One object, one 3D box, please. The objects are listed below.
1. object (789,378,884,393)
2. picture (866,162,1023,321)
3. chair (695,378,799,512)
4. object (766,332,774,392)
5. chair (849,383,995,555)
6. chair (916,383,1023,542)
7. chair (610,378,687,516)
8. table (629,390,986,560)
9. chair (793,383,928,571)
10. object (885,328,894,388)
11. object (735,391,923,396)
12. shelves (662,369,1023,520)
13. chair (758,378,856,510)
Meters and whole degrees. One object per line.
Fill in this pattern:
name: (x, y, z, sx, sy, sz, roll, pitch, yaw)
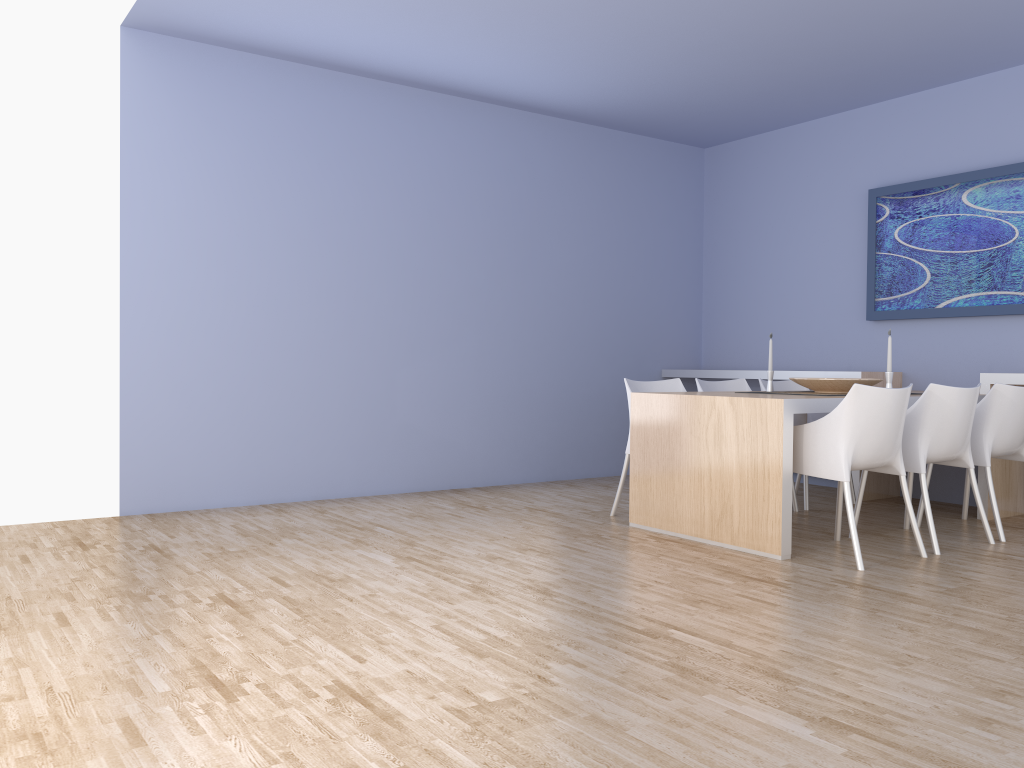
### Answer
object: (1.802, 0.009, 4.940, 0.493, 0.081, 0.493, 0, 1, -16)
picture: (2.824, -0.875, 5.614, 0.049, 0.901, 1.252, 0, 1, -34)
chair: (1.382, 0.363, 5.362, 0.510, 0.793, 0.486, 0, 1, -34)
object: (1.515, -0.130, 5.196, 0.045, 0.349, 0.045, 1, 1, 7)
chair: (2.049, 0.388, 4.429, 0.510, 0.793, 0.486, 0, 1, -34)
chair: (2.533, 0.386, 4.761, 0.510, 0.793, 0.486, 0, 1, -34)
chair: (0.908, 0.365, 5.036, 0.510, 0.793, 0.486, 0, 1, -34)
table: (1.881, 0.412, 5.012, 2.340, 0.718, 1.002, 0, 1, -34)
chair: (1.558, 0.389, 4.091, 0.510, 0.793, 0.486, 0, 1, -35)
object: (1.945, -0.113, 4.570, 0.045, 0.349, 0.045, 0, 1, -34)
object: (1.802, 0.052, 4.937, 0.986, 0.005, 0.594, 0, 1, -35)
shelves: (2.503, 0.342, 5.767, 0.463, 0.840, 3.901, 0, 1, -34)
chair: (1.855, 0.362, 5.687, 0.510, 0.793, 0.486, 0, 1, -34)
